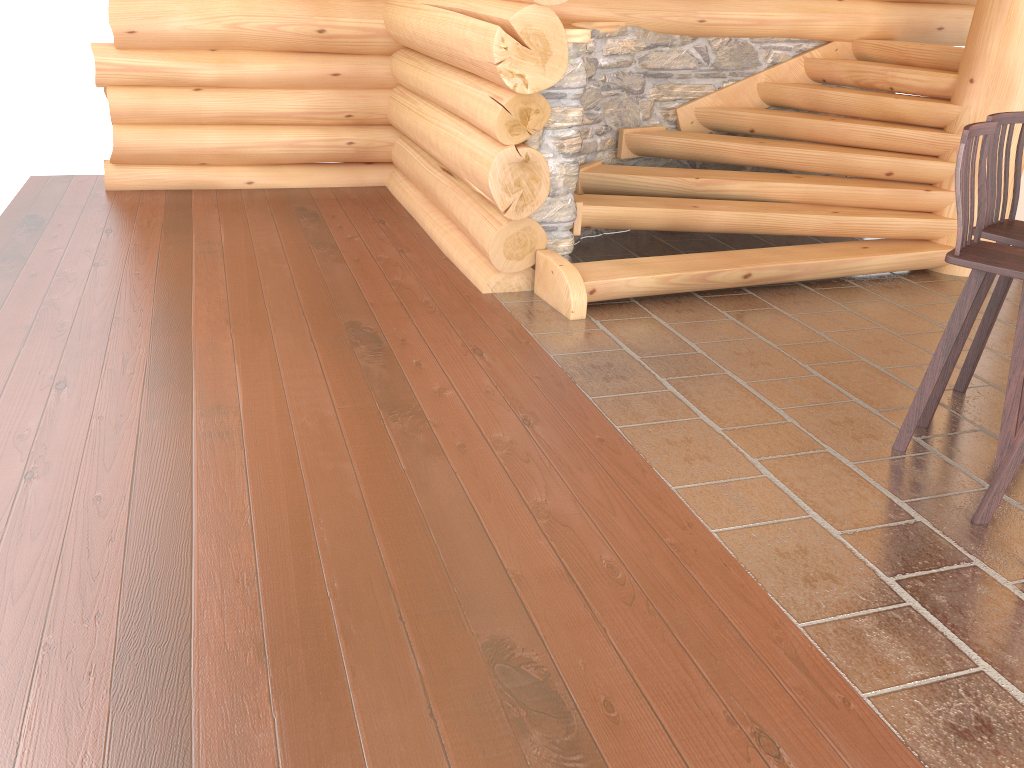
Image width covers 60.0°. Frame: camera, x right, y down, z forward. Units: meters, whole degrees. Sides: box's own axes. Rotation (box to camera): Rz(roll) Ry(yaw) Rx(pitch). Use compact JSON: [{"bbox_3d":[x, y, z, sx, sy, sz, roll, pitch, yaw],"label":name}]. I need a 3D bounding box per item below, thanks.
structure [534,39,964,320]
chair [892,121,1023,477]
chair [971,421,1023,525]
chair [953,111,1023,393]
[{"bbox_3d":[1.615,-1.720,6.181,3.604,1.643,1.951,-8,27,-23],"label":"structure"},{"bbox_3d":[1.904,-0.315,3.503,0.504,1.319,0.406,22,30,35],"label":"chair"},{"bbox_3d":[1.944,-0.029,2.880,0.504,1.319,0.406,-1,25,-8],"label":"chair"},{"bbox_3d":[2.221,-0.473,3.886,0.406,1.319,0.504,-16,30,-35],"label":"chair"}]
